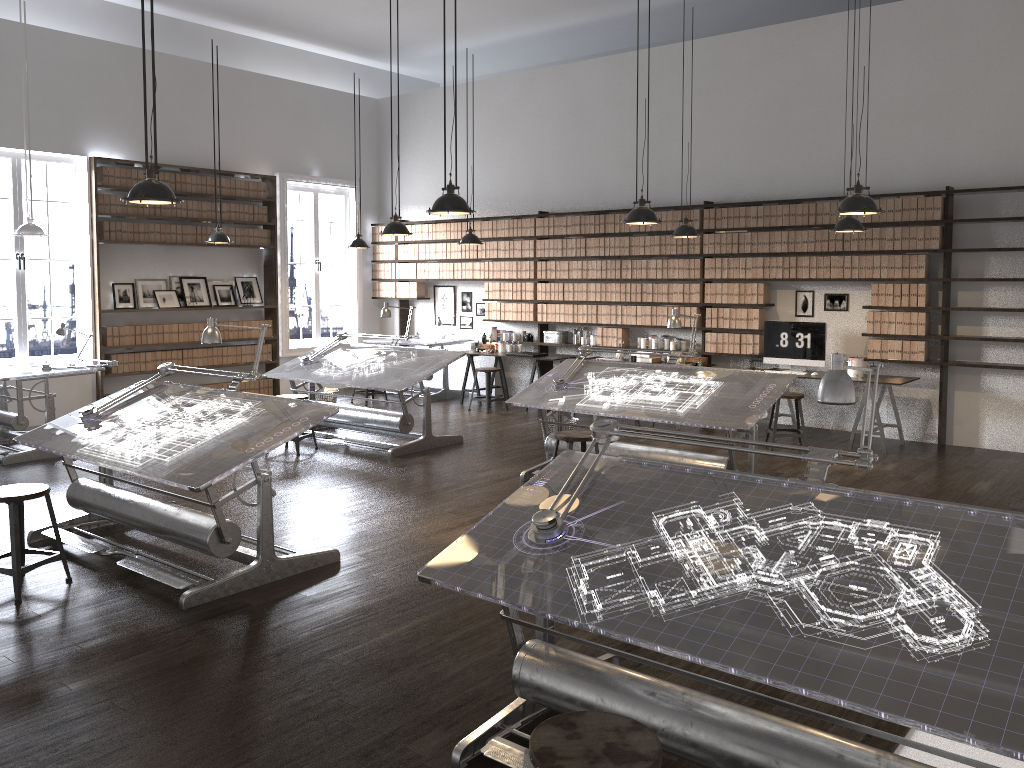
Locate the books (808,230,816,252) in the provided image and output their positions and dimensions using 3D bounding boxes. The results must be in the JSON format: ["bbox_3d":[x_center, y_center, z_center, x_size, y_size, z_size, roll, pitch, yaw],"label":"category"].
[{"bbox_3d":[3.133,-1.475,9.172,0.067,0.225,0.175,3,6,39],"label":"books"}]

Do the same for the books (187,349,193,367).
[{"bbox_3d":[-4.116,-0.331,11.209,0.175,0.225,0.067,4,6,39],"label":"books"}]

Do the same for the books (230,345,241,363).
[{"bbox_3d":[-3.674,-0.395,11.751,0.175,0.225,0.067,4,6,39],"label":"books"}]

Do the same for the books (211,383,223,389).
[{"bbox_3d":[-3.854,0.110,11.562,0.175,0.225,0.067,4,6,39],"label":"books"}]

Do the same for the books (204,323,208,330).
[{"bbox_3d":[-3.965,-0.673,11.364,0.175,0.225,0.067,4,6,39],"label":"books"}]

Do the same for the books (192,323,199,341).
[{"bbox_3d":[-4.059,-0.660,11.253,0.175,0.225,0.067,4,6,39],"label":"books"}]

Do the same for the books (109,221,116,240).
[{"bbox_3d":[-4.713,-1.786,10.363,0.175,0.225,0.067,4,6,39],"label":"books"}]

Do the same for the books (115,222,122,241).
[{"bbox_3d":[-4.670,-1.793,10.425,0.175,0.225,0.067,4,6,39],"label":"books"}]

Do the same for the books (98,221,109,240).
[{"bbox_3d":[-4.764,-1.779,10.309,0.175,0.225,0.067,4,6,39],"label":"books"}]

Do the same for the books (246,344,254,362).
[{"bbox_3d":[-3.545,-0.414,11.911,0.175,0.225,0.067,4,6,39],"label":"books"}]

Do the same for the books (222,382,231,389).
[{"bbox_3d":[-3.763,0.097,11.671,0.175,0.225,0.067,4,6,39],"label":"books"}]

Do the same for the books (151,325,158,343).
[{"bbox_3d":[-4.407,-0.610,10.828,0.175,0.225,0.067,4,6,39],"label":"books"}]

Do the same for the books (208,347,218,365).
[{"bbox_3d":[-3.892,-0.364,11.481,0.175,0.225,0.067,4,6,39],"label":"books"}]

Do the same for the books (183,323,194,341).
[{"bbox_3d":[-4.106,-0.654,11.202,0.175,0.225,0.067,4,6,39],"label":"books"}]

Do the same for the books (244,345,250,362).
[{"bbox_3d":[-3.583,-0.408,11.861,0.175,0.225,0.067,4,6,39],"label":"books"}]

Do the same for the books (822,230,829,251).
[{"bbox_3d":[3.241,-1.466,9.090,0.067,0.225,0.175,3,6,39],"label":"books"}]

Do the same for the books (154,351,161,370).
[{"bbox_3d":[-4.381,-0.292,10.872,0.175,0.225,0.067,4,6,39],"label":"books"}]

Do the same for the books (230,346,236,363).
[{"bbox_3d":[-3.720,-0.389,11.698,0.175,0.225,0.067,4,6,39],"label":"books"}]

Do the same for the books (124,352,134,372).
[{"bbox_3d":[-4.602,-0.261,10.611,0.175,0.225,0.067,4,6,39],"label":"books"}]

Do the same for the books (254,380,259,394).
[{"bbox_3d":[-3.507,0.059,11.991,0.175,0.225,0.067,4,6,39],"label":"books"}]

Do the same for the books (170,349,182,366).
[{"bbox_3d":[-4.210,-0.318,11.094,0.175,0.225,0.067,4,6,39],"label":"books"}]

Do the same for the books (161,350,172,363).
[{"bbox_3d":[-4.299,-0.305,10.983,0.175,0.225,0.067,4,6,39],"label":"books"}]

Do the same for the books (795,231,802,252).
[{"bbox_3d":[3.027,-1.487,9.267,0.067,0.225,0.175,3,6,39],"label":"books"}]

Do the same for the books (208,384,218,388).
[{"bbox_3d":[-3.899,0.116,11.509,0.175,0.225,0.067,4,6,39],"label":"books"}]

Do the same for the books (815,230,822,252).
[{"bbox_3d":[3.189,-1.470,9.126,0.067,0.225,0.175,3,6,39],"label":"books"}]

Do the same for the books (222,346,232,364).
[{"bbox_3d":[-3.761,-0.382,11.642,0.175,0.225,0.067,4,6,39],"label":"books"}]

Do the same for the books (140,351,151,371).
[{"bbox_3d":[-4.465,-0.280,10.773,0.175,0.225,0.067,4,6,39],"label":"books"}]

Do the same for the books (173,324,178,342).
[{"bbox_3d":[-4.236,-0.634,11.034,0.175,0.225,0.067,4,6,39],"label":"books"}]

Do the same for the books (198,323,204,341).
[{"bbox_3d":[-4.010,-0.666,11.307,0.175,0.225,0.067,4,6,39],"label":"books"}]

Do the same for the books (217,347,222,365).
[{"bbox_3d":[-3.849,-0.369,11.527,0.175,0.225,0.067,4,6,39],"label":"books"}]

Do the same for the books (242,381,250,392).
[{"bbox_3d":[-3.596,0.072,11.881,0.175,0.225,0.067,4,6,39],"label":"books"}]

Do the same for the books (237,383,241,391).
[{"bbox_3d":[-3.679,0.085,11.770,0.175,0.225,0.067,4,6,39],"label":"books"}]

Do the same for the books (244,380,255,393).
[{"bbox_3d":[-3.548,0.066,11.933,0.175,0.225,0.067,4,6,39],"label":"books"}]

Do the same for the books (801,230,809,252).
[{"bbox_3d":[3.079,-1.481,9.220,0.067,0.225,0.175,3,6,39],"label":"books"}]

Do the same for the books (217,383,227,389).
[{"bbox_3d":[-3.807,0.104,11.614,0.175,0.225,0.067,4,6,39],"label":"books"}]

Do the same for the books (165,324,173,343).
[{"bbox_3d":[-4.277,-0.628,10.987,0.175,0.225,0.067,4,6,39],"label":"books"}]

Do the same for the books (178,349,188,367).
[{"bbox_3d":[-4.158,-0.324,11.148,0.175,0.225,0.067,4,6,39],"label":"books"}]

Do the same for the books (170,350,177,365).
[{"bbox_3d":[-4.251,-0.311,11.035,0.175,0.225,0.067,4,6,39],"label":"books"}]

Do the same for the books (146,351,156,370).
[{"bbox_3d":[-4.427,-0.286,10.823,0.175,0.225,0.067,4,6,39],"label":"books"}]

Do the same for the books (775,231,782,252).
[{"bbox_3d":[2.860,-1.502,9.397,0.067,0.225,0.175,3,6,39],"label":"books"}]

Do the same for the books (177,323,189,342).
[{"bbox_3d":[-4.148,-0.647,11.146,0.175,0.225,0.067,4,6,39],"label":"books"}]

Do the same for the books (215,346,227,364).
[{"bbox_3d":[-3.804,-0.376,11.583,0.175,0.225,0.067,4,6,39],"label":"books"}]

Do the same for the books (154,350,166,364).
[{"bbox_3d":[-4.343,-0.298,10.928,0.175,0.225,0.067,4,6,39],"label":"books"}]

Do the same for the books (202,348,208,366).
[{"bbox_3d":[-3.985,-0.351,11.371,0.175,0.225,0.067,4,6,39],"label":"books"}]

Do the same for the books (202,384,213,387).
[{"bbox_3d":[-3.938,0.123,11.450,0.175,0.225,0.067,4,6,39],"label":"books"}]

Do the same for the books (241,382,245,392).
[{"bbox_3d":[-3.641,0.079,11.826,0.175,0.225,0.067,4,6,39],"label":"books"}]

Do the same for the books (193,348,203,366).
[{"bbox_3d":[-4.026,-0.344,11.314,0.175,0.225,0.067,4,6,39],"label":"books"}]

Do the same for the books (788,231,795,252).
[{"bbox_3d":[2.972,-1.492,9.309,0.067,0.225,0.175,3,6,39],"label":"books"}]

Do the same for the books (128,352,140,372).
[{"bbox_3d":[-4.556,-0.267,10.664,0.175,0.225,0.067,4,6,39],"label":"books"}]

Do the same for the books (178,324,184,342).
[{"bbox_3d":[-4.189,-0.640,11.089,0.175,0.225,0.067,4,6,39],"label":"books"}]

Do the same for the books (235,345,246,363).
[{"bbox_3d":[-3.627,-0.402,11.803,0.175,0.225,0.067,4,6,39],"label":"books"}]

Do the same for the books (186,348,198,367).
[{"bbox_3d":[-4.069,-0.337,11.256,0.175,0.225,0.067,4,6,39],"label":"books"}]

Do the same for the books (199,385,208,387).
[{"bbox_3d":[-3.983,0.129,11.401,0.175,0.225,0.067,4,6,39],"label":"books"}]

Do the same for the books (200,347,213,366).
[{"bbox_3d":[-3.940,-0.357,11.424,0.175,0.225,0.067,4,6,39],"label":"books"}]

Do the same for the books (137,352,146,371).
[{"bbox_3d":[-4.509,-0.274,10.716,0.175,0.225,0.067,4,6,39],"label":"books"}]

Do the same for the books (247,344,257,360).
[{"bbox_3d":[-3.499,-0.420,11.959,0.175,0.225,0.067,4,6,39],"label":"books"}]
